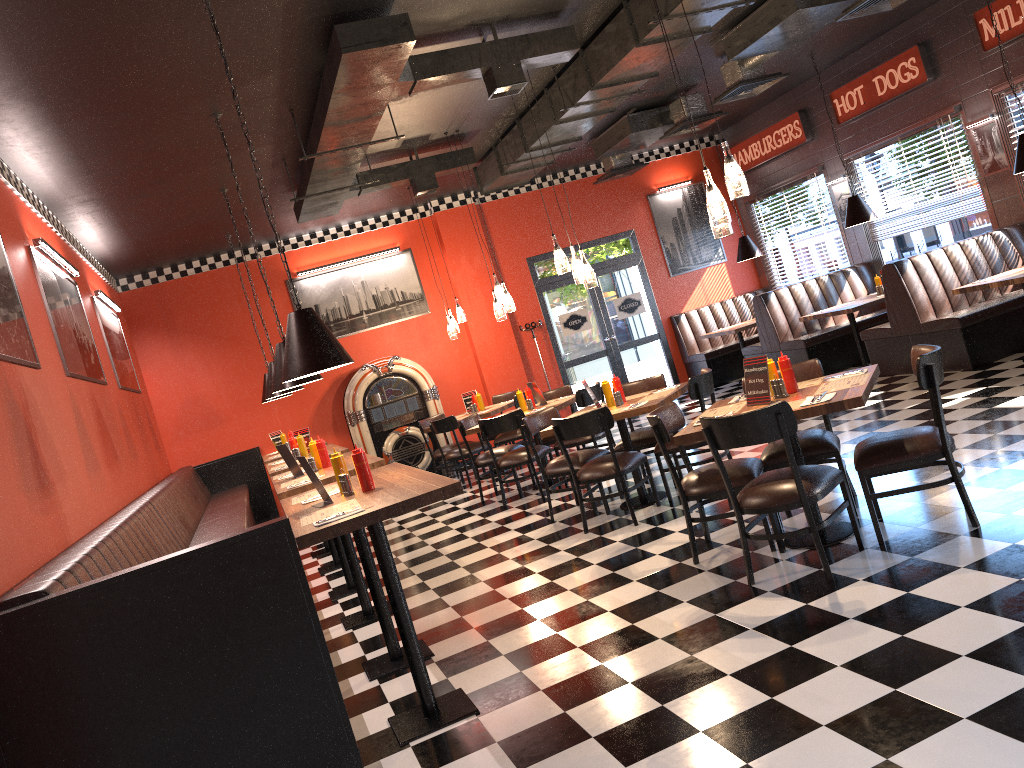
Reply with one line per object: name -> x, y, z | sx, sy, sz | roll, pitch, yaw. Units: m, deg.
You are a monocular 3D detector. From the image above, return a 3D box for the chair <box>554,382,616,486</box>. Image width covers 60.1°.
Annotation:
chair -> 0.714, 0.468, 8.606 | 0.541, 0.867, 0.489 | -16, 1, 32

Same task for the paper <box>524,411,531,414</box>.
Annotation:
paper -> 0.040, 0.314, 8.630 | 0.363, 0.001, 0.262 | -15, 3, 29

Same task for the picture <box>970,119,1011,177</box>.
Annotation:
picture -> 5.058, -2.492, 9.371 | 0.012, 0.536, 0.350 | -17, 1, -17

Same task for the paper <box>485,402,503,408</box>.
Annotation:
paper -> -0.287, 0.285, 11.137 | 0.363, 0.001, 0.262 | -15, 3, 27

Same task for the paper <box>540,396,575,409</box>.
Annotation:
paper -> 0.459, 0.181, 8.783 | 0.260, 0.001, 0.367 | -15, 3, 27

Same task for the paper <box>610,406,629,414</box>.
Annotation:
paper -> 0.690, 0.222, 6.580 | 0.363, 0.001, 0.262 | -15, 3, 27

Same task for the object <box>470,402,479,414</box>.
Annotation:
object -> -0.466, 0.285, 10.821 | 0.094, 0.136, 0.046 | -17, 1, -17

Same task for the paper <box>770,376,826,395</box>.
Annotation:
paper -> 1.610, 0.021, 5.112 | 0.363, 0.001, 0.262 | -15, 3, 27

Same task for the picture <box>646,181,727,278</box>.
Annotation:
picture -> 2.697, -2.391, 13.635 | 1.027, 1.301, 0.016 | -17, 0, -17

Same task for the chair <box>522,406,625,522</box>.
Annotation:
chair -> 0.466, 0.614, 7.200 | 0.541, 0.867, 0.489 | -16, 1, 37

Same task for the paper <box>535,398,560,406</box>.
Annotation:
paper -> 0.313, 0.203, 9.204 | 0.363, 0.001, 0.262 | -15, 3, 26

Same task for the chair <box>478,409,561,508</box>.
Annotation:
chair -> 0.062, 0.672, 8.438 | 0.484, 0.867, 0.547 | -16, 1, 23

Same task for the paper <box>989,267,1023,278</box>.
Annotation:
paper -> 4.615, -1.036, 8.208 | 0.366, 0.001, 0.260 | -18, 3, -17

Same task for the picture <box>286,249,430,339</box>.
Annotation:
picture -> -2.082, -1.184, 12.104 | 1.776, 0.939, 0.023 | -17, 0, -17

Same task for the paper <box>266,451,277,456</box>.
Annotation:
paper -> -2.927, 0.846, 11.038 | 0.262, 0.001, 0.364 | -17, 3, -14

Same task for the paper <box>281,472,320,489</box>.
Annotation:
paper -> -1.439, 0.653, 6.011 | 0.262, 0.001, 0.364 | -17, 3, -14

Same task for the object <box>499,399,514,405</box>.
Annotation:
object -> -0.066, 0.222, 10.912 | 0.254, 0.019, 0.158 | -15, 3, 28

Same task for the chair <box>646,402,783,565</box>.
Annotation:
chair -> 1.152, 0.515, 5.079 | 0.542, 0.867, 0.489 | -16, 1, 23

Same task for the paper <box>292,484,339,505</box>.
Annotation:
paper -> -1.079, 0.603, 4.860 | 0.262, 0.001, 0.364 | -17, 3, -14

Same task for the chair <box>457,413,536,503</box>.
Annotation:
chair -> -0.184, 0.712, 9.105 | 0.542, 0.867, 0.489 | -16, 1, 20

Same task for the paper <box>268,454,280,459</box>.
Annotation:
paper -> -2.647, 0.809, 10.101 | 0.262, 0.001, 0.364 | -17, 3, -14

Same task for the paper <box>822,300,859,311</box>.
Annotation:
paper -> 3.853, -0.920, 10.441 | 0.366, 0.001, 0.260 | -17, 3, -15

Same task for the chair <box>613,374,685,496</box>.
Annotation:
chair -> 1.118, 0.410, 7.368 | 0.484, 0.867, 0.548 | -16, 1, 28

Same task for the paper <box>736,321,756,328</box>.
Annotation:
paper -> 3.248, -0.822, 12.088 | 0.367, 0.001, 0.260 | -18, 3, -20

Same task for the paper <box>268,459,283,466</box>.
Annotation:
paper -> -2.329, 0.773, 8.930 | 0.262, 0.001, 0.364 | -17, 3, -14

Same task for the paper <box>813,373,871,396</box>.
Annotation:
paper -> 1.749, 0.000, 4.688 | 0.259, 0.001, 0.367 | -15, 3, 28

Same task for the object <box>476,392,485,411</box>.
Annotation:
object -> -0.390, 0.208, 10.835 | 0.068, 0.238, 0.067 | -17, 1, -20

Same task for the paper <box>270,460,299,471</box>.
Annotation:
paper -> -2.064, 0.738, 8.053 | 0.262, 0.001, 0.364 | -17, 3, -14

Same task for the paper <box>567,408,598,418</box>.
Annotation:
paper -> 0.539, 0.246, 7.016 | 0.259, 0.001, 0.367 | -15, 3, 29

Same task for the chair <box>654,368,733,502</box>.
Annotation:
chair -> 1.364, 0.370, 6.700 | 0.542, 0.867, 0.489 | -16, 1, 25

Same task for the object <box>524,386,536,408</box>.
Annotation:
object -> 0.178, 0.130, 8.989 | 0.068, 0.238, 0.068 | -17, 0, -12

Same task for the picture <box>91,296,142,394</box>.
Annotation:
picture -> -4.205, -0.372, 9.469 | 0.023, 0.939, 1.765 | -17, 2, -17

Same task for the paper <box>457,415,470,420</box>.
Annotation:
paper -> -0.575, 0.402, 10.539 | 0.363, 0.001, 0.262 | -15, 3, 28

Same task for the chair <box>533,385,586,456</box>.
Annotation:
chair -> 0.505, 0.495, 9.323 | 0.486, 0.867, 0.545 | -17, 1, 6

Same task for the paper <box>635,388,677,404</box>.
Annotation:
paper -> 1.092, 0.094, 6.736 | 0.260, 0.001, 0.367 | -15, 3, 26

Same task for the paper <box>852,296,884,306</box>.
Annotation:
paper -> 3.982, -0.927, 9.808 | 0.366, 0.001, 0.260 | -17, 3, -15

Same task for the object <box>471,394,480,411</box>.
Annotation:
object -> -0.449, 0.222, 10.906 | 0.068, 0.238, 0.067 | -17, 1, -20

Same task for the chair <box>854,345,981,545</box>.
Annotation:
chair -> 2.014, 0.285, 4.515 | 0.542, 0.867, 0.489 | -16, 1, 23

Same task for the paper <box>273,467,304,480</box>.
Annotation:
paper -> -1.737, 0.696, 6.927 | 0.262, 0.001, 0.364 | -17, 3, -14

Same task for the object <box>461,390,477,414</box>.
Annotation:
object -> -0.501, 0.223, 10.997 | 0.188, 0.257, 0.072 | -17, 0, -7

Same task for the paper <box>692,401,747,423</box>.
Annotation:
paper -> 1.178, 0.156, 4.996 | 0.259, 0.001, 0.367 | -15, 3, 28

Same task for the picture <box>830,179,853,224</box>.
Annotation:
picture -> 4.375, -2.402, 11.653 | 0.012, 0.536, 0.350 | -17, 1, -17

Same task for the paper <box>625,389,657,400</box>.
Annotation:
paper -> 0.968, 0.109, 7.183 | 0.363, 0.001, 0.262 | -15, 3, 26

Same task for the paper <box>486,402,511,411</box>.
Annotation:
paper -> -0.170, 0.273, 10.687 | 0.260, 0.001, 0.367 | -15, 3, 27

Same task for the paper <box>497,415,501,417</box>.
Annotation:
paper -> -0.117, 0.338, 9.079 | 0.260, 0.001, 0.367 | -15, 3, 27

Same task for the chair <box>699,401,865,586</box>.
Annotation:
chair -> 1.326, 0.497, 4.398 | 0.483, 0.867, 0.548 | -16, 1, 40

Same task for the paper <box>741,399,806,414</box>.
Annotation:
paper -> 1.327, 0.134, 4.543 | 0.363, 0.001, 0.263 | -15, 3, 30

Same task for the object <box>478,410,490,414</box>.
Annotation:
object -> -0.359, 0.333, 10.446 | 0.156, 0.019, 0.256 | -15, 3, 32

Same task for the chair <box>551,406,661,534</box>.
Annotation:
chair -> 0.675, 0.587, 6.482 | 0.484, 0.867, 0.548 | -16, 1, 31

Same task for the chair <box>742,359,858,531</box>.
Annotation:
chair -> 1.702, 0.341, 5.273 | 0.484, 0.867, 0.547 | -16, 1, 22

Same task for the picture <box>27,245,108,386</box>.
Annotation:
picture -> -3.449, -0.471, 6.947 | 0.023, 0.939, 1.765 | -17, 2, -17

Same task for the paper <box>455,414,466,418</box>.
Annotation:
paper -> -0.718, 0.423, 10.978 | 0.259, 0.001, 0.367 | -15, 3, 30

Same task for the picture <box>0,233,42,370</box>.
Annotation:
picture -> -2.693, -0.571, 4.424 | 0.023, 0.939, 1.765 | -17, 2, -17

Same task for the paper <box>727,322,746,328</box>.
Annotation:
paper -> 3.162, -0.828, 12.720 | 0.367, 0.001, 0.260 | -18, 3, -17

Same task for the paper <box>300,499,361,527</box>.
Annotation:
paper -> -0.811, 0.570, 3.941 | 0.262, 0.001, 0.364 | -17, 3, -14
